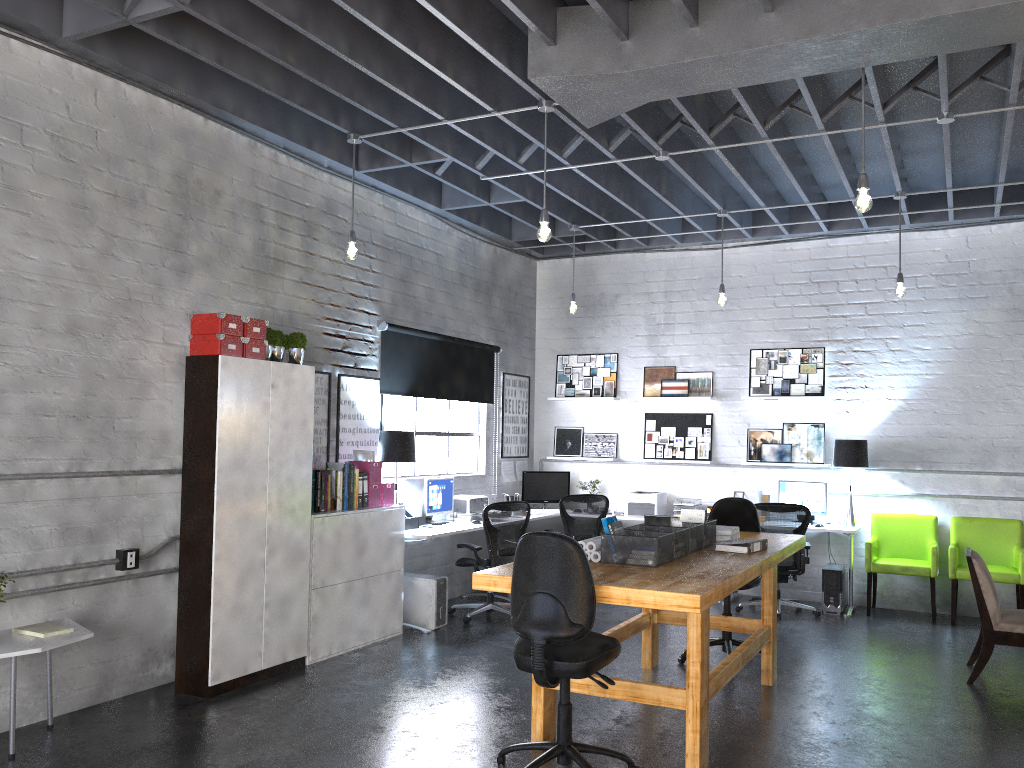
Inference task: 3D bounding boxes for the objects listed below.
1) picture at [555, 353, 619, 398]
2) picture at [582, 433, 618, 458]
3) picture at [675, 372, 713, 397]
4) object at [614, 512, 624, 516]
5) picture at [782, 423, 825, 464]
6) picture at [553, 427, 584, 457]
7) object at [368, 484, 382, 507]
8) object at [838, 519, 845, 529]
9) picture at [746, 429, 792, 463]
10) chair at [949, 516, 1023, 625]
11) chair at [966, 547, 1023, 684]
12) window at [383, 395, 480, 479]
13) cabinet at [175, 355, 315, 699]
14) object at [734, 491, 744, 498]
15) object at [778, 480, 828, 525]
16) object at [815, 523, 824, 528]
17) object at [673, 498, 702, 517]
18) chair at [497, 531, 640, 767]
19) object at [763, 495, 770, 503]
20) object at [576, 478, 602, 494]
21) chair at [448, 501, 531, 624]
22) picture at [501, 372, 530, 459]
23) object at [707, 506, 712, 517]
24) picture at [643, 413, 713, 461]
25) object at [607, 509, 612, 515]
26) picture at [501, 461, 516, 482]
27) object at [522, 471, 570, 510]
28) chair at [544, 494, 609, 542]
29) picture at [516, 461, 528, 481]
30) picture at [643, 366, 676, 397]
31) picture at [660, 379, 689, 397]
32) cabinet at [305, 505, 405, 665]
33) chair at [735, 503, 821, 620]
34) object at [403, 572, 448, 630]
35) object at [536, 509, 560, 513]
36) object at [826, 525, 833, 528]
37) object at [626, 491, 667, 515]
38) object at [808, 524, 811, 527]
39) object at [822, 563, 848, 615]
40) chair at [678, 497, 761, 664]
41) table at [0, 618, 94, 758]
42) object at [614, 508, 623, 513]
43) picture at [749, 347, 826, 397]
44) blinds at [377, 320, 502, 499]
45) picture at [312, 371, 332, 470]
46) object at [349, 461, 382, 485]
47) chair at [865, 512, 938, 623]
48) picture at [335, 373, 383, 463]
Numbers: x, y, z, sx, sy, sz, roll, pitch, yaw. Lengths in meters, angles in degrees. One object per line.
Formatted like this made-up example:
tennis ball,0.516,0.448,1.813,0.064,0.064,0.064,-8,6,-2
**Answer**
picture,0.839,-0.091,10.037,0.749,0.503,0.058,-1,-3,27
picture,0.984,0.687,9.928,0.410,0.276,0.036,-1,-3,27
picture,1.943,0.008,9.474,0.410,0.276,0.036,-1,-3,27
object,1.127,1.369,9.334,0.103,0.021,0.131,1,-3,7
picture,2.937,0.596,8.936,0.410,0.408,0.048,0,-3,27
picture,0.643,0.659,10.107,0.355,0.342,0.042,-1,-3,27
object,-1.163,0.872,6.976,0.214,0.177,0.161,-1,-3,27
object,3.073,1.308,8.274,0.069,0.083,0.090,0,-3,26
picture,2.633,0.631,9.079,0.452,0.345,0.054,-1,-3,27
chair,4.254,1.676,7.941,0.611,0.919,0.516,0,-3,27
chair,3.482,1.585,6.003,0.725,0.841,0.575,0,-3,27
window,-0.761,0.276,8.523,0.030,1.219,1.823,0,-3,27
cabinet,-1.704,0.875,5.752,0.291,2.045,0.874,0,-3,27
object,2.258,1.243,9.055,0.405,0.280,0.400,-1,-4,27
object,2.879,1.166,8.735,0.465,0.417,0.212,-1,-3,32
object,2.908,1.336,8.384,0.058,0.036,0.114,-2,-4,42
object,1.836,1.298,9.273,0.229,0.180,0.316,-1,-4,27
chair,0.234,1.255,4.165,0.659,1.164,0.687,0,-3,25
object,2.525,1.249,8.911,0.087,0.259,0.237,0,-3,27
object,0.855,1.222,9.821,0.297,0.362,0.271,2,-3,-18
chair,-0.199,1.534,7.814,0.753,1.030,0.732,-1,-3,31
picture,0.046,0.359,9.895,0.020,0.934,0.659,0,-3,27
object,2.050,1.326,9.210,0.093,0.116,0.067,0,-3,27
picture,1.778,0.564,9.523,0.749,0.503,0.058,-1,-3,27
object,0.919,1.344,9.486,0.279,0.081,0.412,1,-3,-3
picture,-0.034,0.961,9.716,0.036,0.221,0.289,0,-3,27
object,0.371,1.185,9.872,0.560,0.427,0.147,3,-3,-26
chair,0.618,1.622,9.032,0.732,1.030,0.753,3,-4,-39
picture,0.124,0.982,10.026,0.036,0.221,0.289,0,-3,27
picture,1.603,-0.020,9.652,0.355,0.342,0.042,-1,-3,27
picture,1.753,0.050,9.551,0.311,0.196,0.029,-1,-3,27
cabinet,-1.330,1.452,6.697,0.465,1.020,1.152,0,-3,27
chair,2.440,1.609,8.275,0.732,1.030,0.753,1,-3,-4
object,-0.792,1.810,7.413,0.478,0.411,0.200,-1,-3,27
object,0.439,1.365,9.535,0.422,0.028,0.181,2,-4,-13
object,3.017,1.353,8.419,0.046,0.009,0.121,0,-4,12
object,1.440,1.276,9.483,0.351,0.235,0.351,-1,-4,27
object,2.645,1.343,8.522,0.422,0.028,0.181,0,-4,22
object,3.061,1.938,8.401,0.180,0.411,0.476,0,-3,27
chair,1.567,1.411,6.361,0.659,1.164,0.687,0,-3,25
table,-2.560,1.526,4.227,0.517,0.532,1.337,0,-4,27
object,1.162,1.374,9.661,0.105,0.052,0.023,-1,-3,27
picture,2.798,-0.116,9.038,0.749,0.503,0.058,-1,-3,27
blinds,-0.643,0.335,8.458,0.100,1.631,2.121,0,-3,27
picture,-1.575,0.280,6.717,0.020,0.780,0.607,0,-3,27
object,-1.159,0.696,6.983,0.214,0.177,0.161,-1,-3,27
chair,3.635,1.684,8.257,0.611,0.919,0.516,0,-3,27
picture,-1.257,0.323,7.341,0.020,0.780,0.607,0,-3,27
